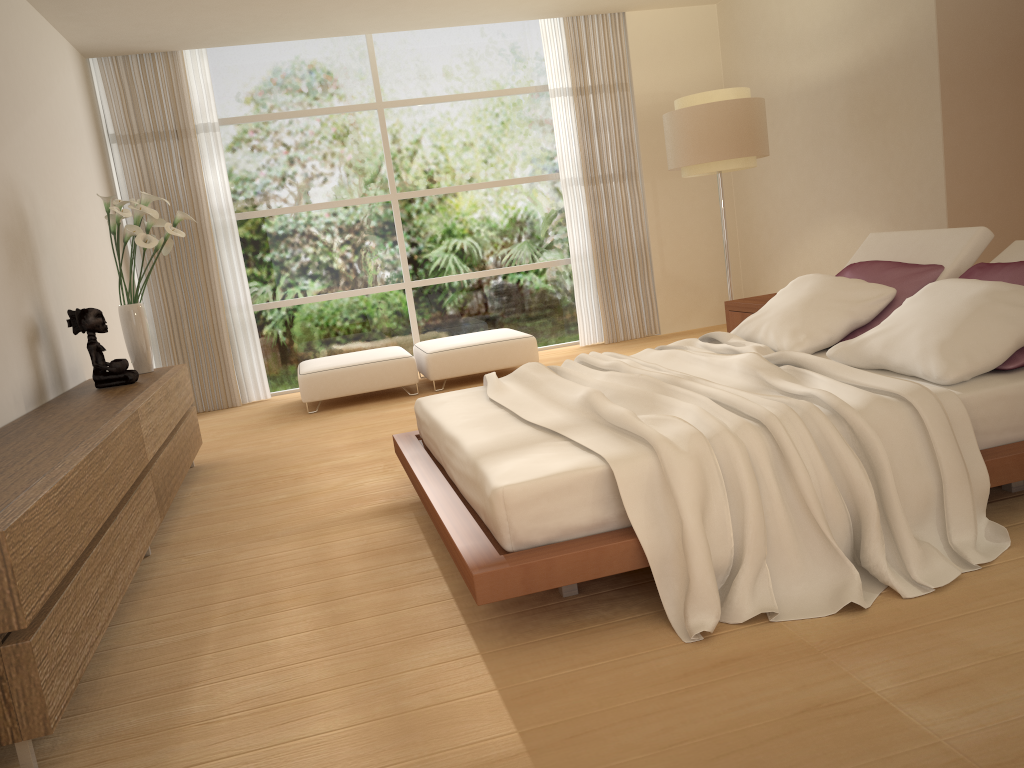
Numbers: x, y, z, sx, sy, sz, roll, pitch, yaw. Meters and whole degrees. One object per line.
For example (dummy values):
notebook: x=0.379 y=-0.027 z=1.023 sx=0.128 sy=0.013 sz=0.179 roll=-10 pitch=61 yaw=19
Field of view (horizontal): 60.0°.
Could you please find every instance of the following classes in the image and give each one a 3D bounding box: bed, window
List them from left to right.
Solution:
window: x=-1.126 y=-1.778 z=8.434 sx=4.781 sy=3.371 sz=0.071 roll=-10 pitch=10 yaw=-12
bed: x=0.864 y=0.166 z=3.760 sx=2.535 sy=0.570 sz=2.599 roll=-10 pitch=10 yaw=-12

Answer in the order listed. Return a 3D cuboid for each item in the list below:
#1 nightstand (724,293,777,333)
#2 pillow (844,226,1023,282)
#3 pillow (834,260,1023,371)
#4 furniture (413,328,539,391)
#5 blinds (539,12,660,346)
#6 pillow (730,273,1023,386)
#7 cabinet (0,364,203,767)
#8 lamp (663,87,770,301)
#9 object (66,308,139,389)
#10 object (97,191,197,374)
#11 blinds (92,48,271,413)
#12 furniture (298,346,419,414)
nightstand: x=2.217 y=-0.069 z=4.117 sx=0.493 sy=0.539 sz=4.220 roll=-10 pitch=10 yaw=-12
pillow: x=2.102 y=-0.476 z=4.037 sx=0.461 sy=0.457 sz=1.779 roll=-10 pitch=10 yaw=-13
pillow: x=1.799 y=-0.348 z=3.969 sx=0.575 sy=0.369 sz=1.683 roll=-10 pitch=10 yaw=-12
furniture: x=-0.337 y=-0.240 z=7.829 sx=0.965 sy=0.346 sz=0.964 roll=-10 pitch=10 yaw=-12
blinds: x=0.852 y=-2.067 z=8.560 sx=0.814 sy=3.351 sz=0.202 roll=-10 pitch=10 yaw=-13
pillow: x=1.542 y=-0.287 z=3.908 sx=0.561 sy=0.339 sz=1.720 roll=-10 pitch=10 yaw=-12
cabinet: x=-1.882 y=0.481 z=3.882 sx=0.588 sy=0.662 sz=3.713 roll=-10 pitch=10 yaw=-12
lamp: x=1.672 y=-1.231 z=6.971 sx=0.817 sy=2.018 sz=0.817 roll=-2 pitch=11 yaw=30
object: x=-2.254 y=-0.209 z=4.895 sx=0.282 sy=0.453 sz=0.181 roll=-10 pitch=10 yaw=-12
object: x=-2.179 y=-0.625 z=5.370 sx=0.608 sy=1.085 sz=0.515 roll=-1 pitch=12 yaw=35
blinds: x=-2.895 y=-1.412 z=7.782 sx=0.950 sy=3.352 sz=0.211 roll=-10 pitch=10 yaw=-14
furniture: x=-1.333 y=-0.063 z=7.608 sx=0.965 sy=0.346 sz=0.964 roll=-10 pitch=10 yaw=-12
